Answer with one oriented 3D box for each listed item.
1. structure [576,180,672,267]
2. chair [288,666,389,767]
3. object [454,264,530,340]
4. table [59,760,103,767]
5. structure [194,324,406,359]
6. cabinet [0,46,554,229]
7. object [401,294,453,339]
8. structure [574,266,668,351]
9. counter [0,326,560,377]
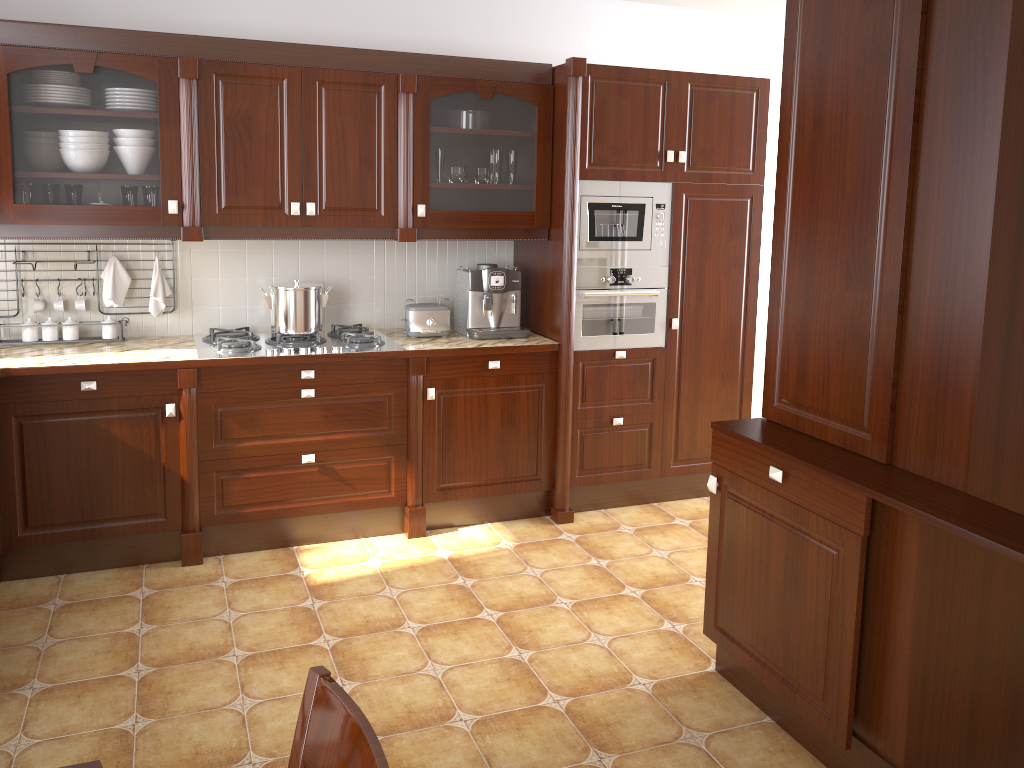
[{"bbox_3d":[0.444,-0.751,4.123,0.495,0.382,0.320,-3,10,-21],"label":"structure"},{"bbox_3d":[-0.340,0.717,0.781,0.460,0.737,0.409,-2,9,-21],"label":"chair"},{"bbox_3d":[-0.095,-0.387,4.088,0.275,0.318,0.327,-2,10,-21],"label":"object"},{"bbox_3d":[-1.104,0.852,0.495,1.679,0.552,0.743,-3,11,-21],"label":"table"},{"bbox_3d":[-0.918,-0.195,3.772,0.816,0.046,0.597,-3,13,-21],"label":"structure"},{"bbox_3d":[-0.877,-0.813,2.814,2.783,0.770,1.384,-3,12,-21],"label":"cabinet"},{"bbox_3d":[-0.381,-0.307,3.995,0.243,0.186,0.142,-3,10,-20],"label":"object"},{"bbox_3d":[0.493,-0.346,4.028,0.495,0.371,0.041,-3,9,-21],"label":"structure"},{"bbox_3d":[-0.968,-0.022,3.111,2.786,0.032,1.846,-3,13,-21],"label":"counter"}]
